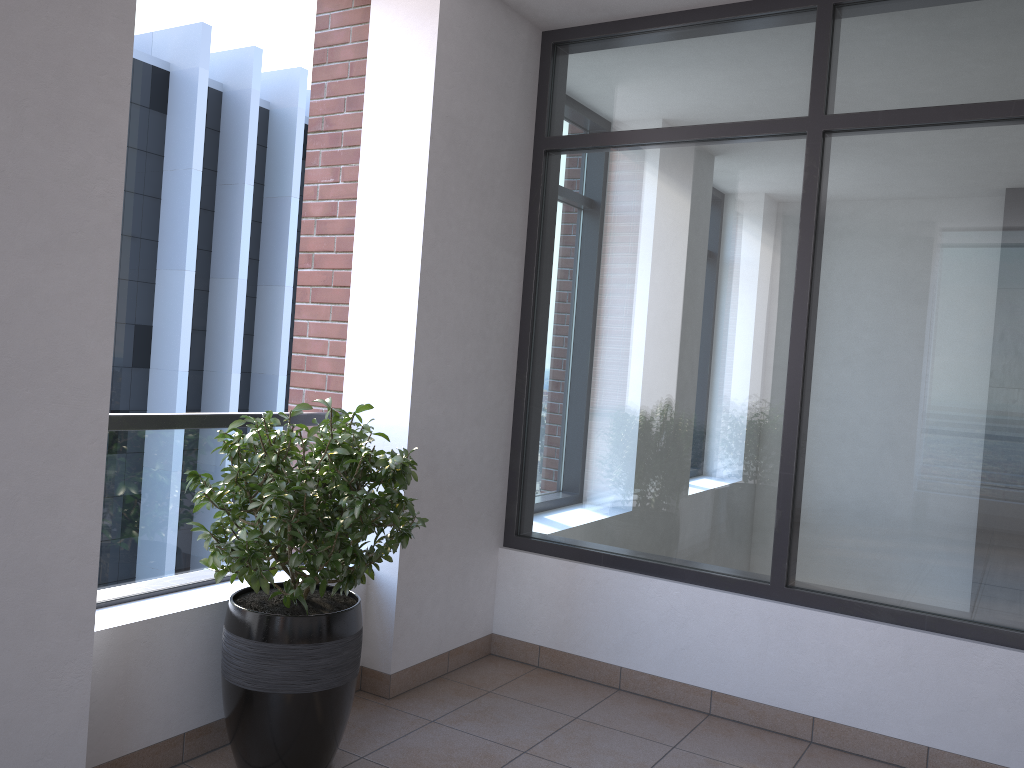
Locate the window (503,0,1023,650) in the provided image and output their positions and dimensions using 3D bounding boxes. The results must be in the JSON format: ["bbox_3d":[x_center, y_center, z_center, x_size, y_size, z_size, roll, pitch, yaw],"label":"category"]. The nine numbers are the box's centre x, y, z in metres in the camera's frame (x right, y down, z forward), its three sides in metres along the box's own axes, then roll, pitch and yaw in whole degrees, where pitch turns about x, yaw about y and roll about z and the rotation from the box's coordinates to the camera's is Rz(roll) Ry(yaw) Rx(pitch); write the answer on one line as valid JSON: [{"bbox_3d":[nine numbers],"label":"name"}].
[{"bbox_3d":[2.227,-0.247,2.914,5.002,2.402,0.170,5,1,31],"label":"window"}]

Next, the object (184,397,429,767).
[{"bbox_3d":[-0.672,0.703,2.823,0.721,1.338,0.731,5,1,34],"label":"object"}]
